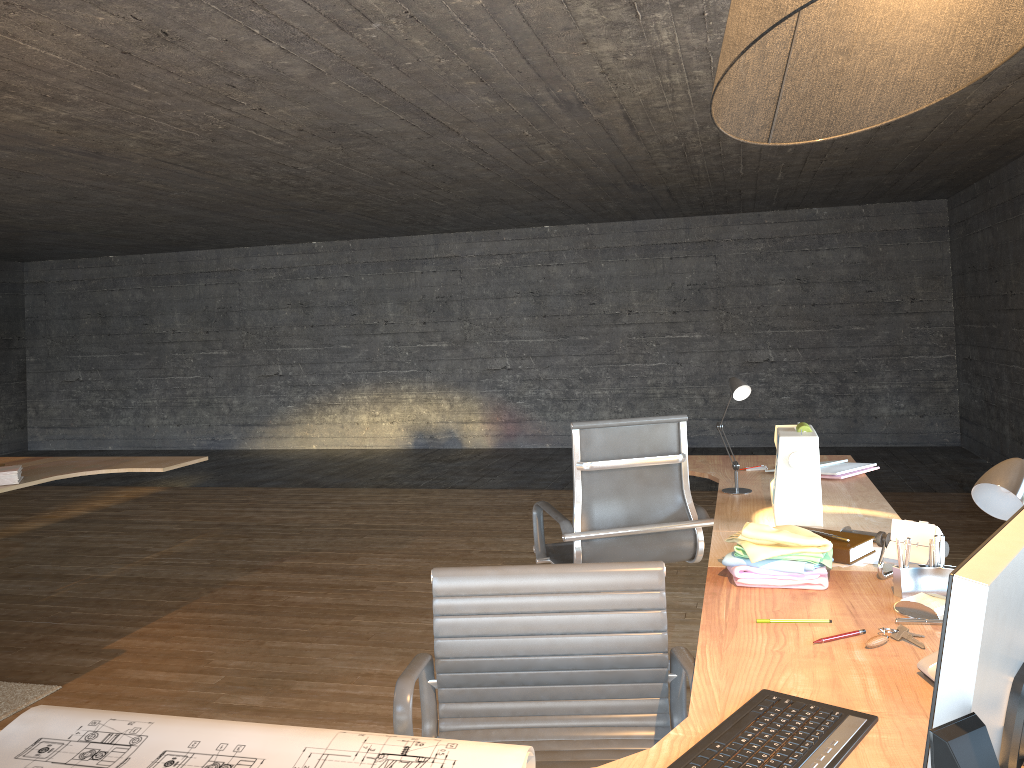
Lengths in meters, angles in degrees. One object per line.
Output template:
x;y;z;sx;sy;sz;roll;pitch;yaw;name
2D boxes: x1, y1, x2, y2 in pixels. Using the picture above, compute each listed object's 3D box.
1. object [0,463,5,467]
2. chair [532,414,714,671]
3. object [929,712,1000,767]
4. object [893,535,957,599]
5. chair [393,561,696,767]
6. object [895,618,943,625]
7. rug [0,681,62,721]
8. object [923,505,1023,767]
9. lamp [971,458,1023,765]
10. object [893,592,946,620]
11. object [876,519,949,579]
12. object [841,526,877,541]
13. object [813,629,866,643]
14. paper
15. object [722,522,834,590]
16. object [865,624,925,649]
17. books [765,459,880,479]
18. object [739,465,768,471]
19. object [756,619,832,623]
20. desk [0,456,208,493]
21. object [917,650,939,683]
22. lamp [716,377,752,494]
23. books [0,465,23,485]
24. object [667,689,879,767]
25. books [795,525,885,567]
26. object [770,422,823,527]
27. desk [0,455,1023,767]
-2.503;0.418;4.213;0.147;0.055;0.147;-3;3;-9;object
0.356;0.621;3.321;0.653;1.017;0.683;-2;0;-16;chair
0.380;0.419;0.714;0.085;0.278;0.085;-3;-1;17;object
0.896;0.395;1.914;0.133;0.129;0.039;-2;-1;10;object
0.117;0.820;1.593;0.653;0.860;0.684;-2;0;1;chair
0.838;0.468;1.735;0.158;0.011;0.011;-2;1;12;object
-2.829;1.296;2.625;1.599;0.005;2.205;-1;4;15;rug
0.528;0.342;0.947;0.285;0.391;0.471;-2;1;40;object
0.736;0.305;1.234;0.207;0.410;0.105;-2;-1;-18;lamp
0.856;0.454;1.816;0.132;0.026;0.132;-1;4;15;object
0.920;0.384;2.021;0.099;0.136;0.154;-2;1;-40;object
0.988;0.412;2.396;0.180;0.026;0.075;1;5;44;object
0.623;0.481;1.682;0.126;0.009;0.012;-4;2;-23;object
-0.446;0.579;1.122;0.850;0.114;0.583;-1;4;15;paper
0.635;0.392;2.110;0.255;0.130;0.253;-1;3;17;object
0.719;0.472;1.647;0.096;0.024;0.107;0;4;29;object
1.216;0.324;3.457;0.308;0.044;0.317;-5;5;-40;books
1.003;0.340;3.597;0.142;0.013;0.128;-1;4;18;object
0.568;0.478;1.779;0.147;0.007;0.008;-2;1;7;object
-2.956;0.900;3.200;3.255;0.739;3.477;-1;4;15;desk
0.781;0.414;1.422;0.190;0.165;0.169;-2;1;0;object
0.793;0.178;3.164;0.105;0.410;0.207;-2;-1;1;lamp
-2.395;0.423;3.992;0.310;0.058;0.221;-4;4;-25;books
0.328;0.523;1.208;0.187;0.011;0.491;1;5;39;object
0.832;0.411;2.293;0.261;0.054;0.290;-5;4;-35;books
0.882;0.262;2.775;0.136;0.285;0.403;-2;2;15;object
0.298;0.825;2.355;1.633;0.739;3.516;-2;4;16;desk
